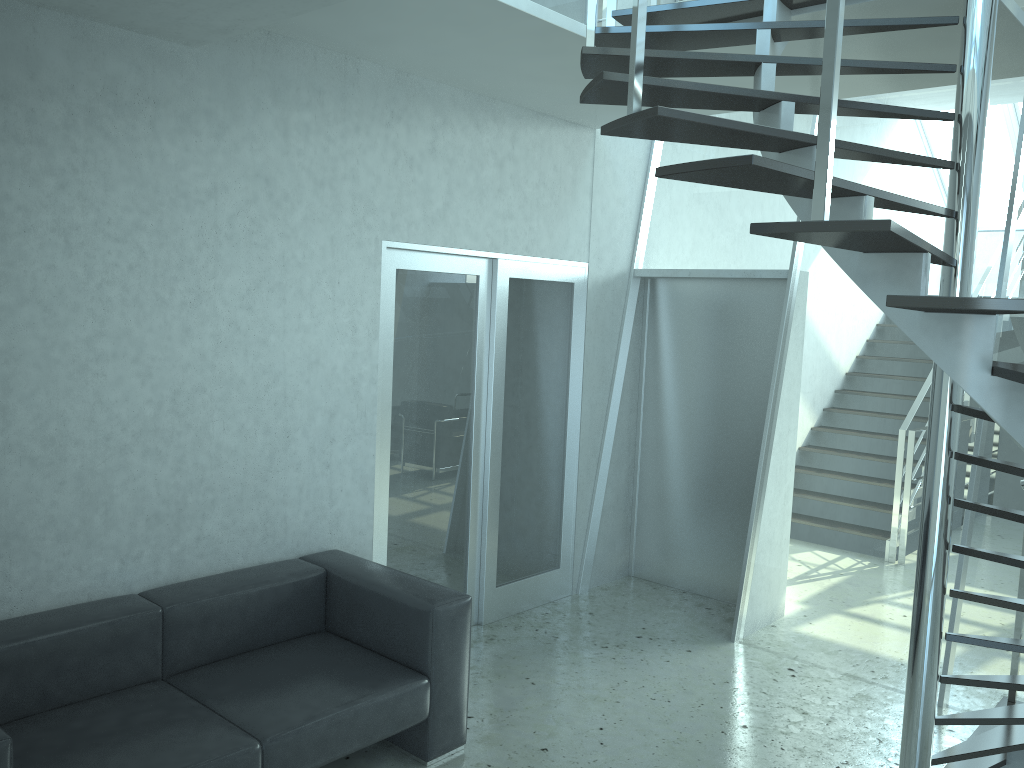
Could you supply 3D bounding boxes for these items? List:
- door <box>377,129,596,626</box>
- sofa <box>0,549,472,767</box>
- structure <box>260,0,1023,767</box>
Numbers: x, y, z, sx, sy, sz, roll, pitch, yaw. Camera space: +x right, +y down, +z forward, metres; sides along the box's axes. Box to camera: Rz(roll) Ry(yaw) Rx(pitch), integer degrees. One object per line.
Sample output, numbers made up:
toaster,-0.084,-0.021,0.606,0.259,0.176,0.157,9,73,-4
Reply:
door,-0.131,-0.063,5.705,1.162,3.200,2.576,2,5,-1
sofa,-1.159,1.166,3.220,0.943,0.652,2.025,7,7,41
structure,1.006,-0.486,3.315,3.780,4.156,2.655,7,7,41
